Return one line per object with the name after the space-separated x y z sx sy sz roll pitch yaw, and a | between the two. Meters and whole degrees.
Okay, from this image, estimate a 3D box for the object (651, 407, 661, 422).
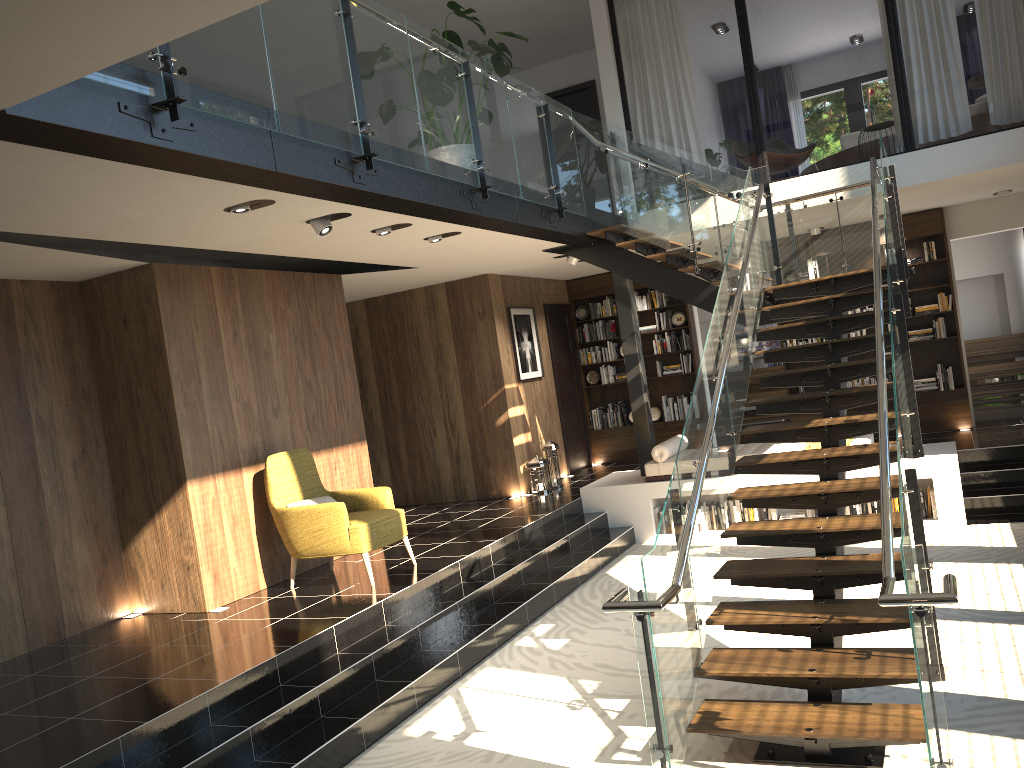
2.000 0.431 12.467 0.212 0.222 0.082 -8 1 26 | object

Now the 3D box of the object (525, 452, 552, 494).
0.325 1.070 10.763 0.262 0.483 0.262 -8 1 26 | object

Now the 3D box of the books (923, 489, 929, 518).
3.978 1.146 8.524 0.019 0.255 0.180 -8 1 26 | books

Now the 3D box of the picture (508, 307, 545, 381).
0.186 -0.516 11.239 0.028 0.911 0.748 -8 1 26 | picture

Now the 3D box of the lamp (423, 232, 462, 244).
-0.590 -1.289 7.444 0.347 0.177 0.195 -8 1 26 | lamp

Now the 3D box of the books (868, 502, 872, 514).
3.529 1.182 8.741 0.027 0.312 0.189 -8 1 26 | books

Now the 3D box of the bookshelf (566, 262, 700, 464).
1.785 -0.274 12.543 1.705 2.683 0.273 -8 1 26 | bookshelf

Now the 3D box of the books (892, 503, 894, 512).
3.706 1.161 8.651 0.021 0.302 0.167 -8 1 26 | books

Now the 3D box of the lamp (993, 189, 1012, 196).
5.585 -2.240 10.110 0.195 0.158 0.346 -8 1 26 | lamp

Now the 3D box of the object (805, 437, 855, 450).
3.355 0.807 9.227 0.466 0.510 1.165 -8 1 26 | object

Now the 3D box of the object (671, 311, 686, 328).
2.299 -0.887 12.209 0.212 0.222 0.082 -8 1 26 | object

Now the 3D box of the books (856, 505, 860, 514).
3.428 1.225 8.777 0.019 0.256 0.186 -8 1 26 | books

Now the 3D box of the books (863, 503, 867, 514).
3.495 1.196 8.774 0.066 0.294 0.142 -8 1 26 | books

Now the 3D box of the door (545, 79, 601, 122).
0.923 -3.017 12.598 0.932 2.348 0.104 -8 1 26 | door

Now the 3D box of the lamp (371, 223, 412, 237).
-0.924 -1.233 6.746 0.347 0.177 0.195 -8 1 26 | lamp

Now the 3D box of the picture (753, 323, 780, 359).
5.374 -0.979 14.827 3.546 0.748 0.035 -8 1 26 | picture

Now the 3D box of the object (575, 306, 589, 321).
1.015 -1.020 12.803 0.212 0.222 0.082 -8 1 26 | object

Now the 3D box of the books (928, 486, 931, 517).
4.007 1.126 8.515 0.043 0.287 0.147 -8 1 26 | books

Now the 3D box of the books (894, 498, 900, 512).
3.741 1.183 8.607 0.025 0.249 0.208 -8 1 26 | books

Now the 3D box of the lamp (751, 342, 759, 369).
4.007 -0.588 15.236 0.470 0.726 0.469 -8 1 18 | lamp

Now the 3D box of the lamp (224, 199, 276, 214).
-1.592 -1.130 5.352 0.347 0.158 0.195 -8 1 26 | lamp

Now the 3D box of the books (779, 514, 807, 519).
2.884 1.371 9.089 0.274 0.025 0.156 -8 1 23 | books

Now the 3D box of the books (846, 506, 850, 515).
3.356 1.248 8.835 0.028 0.231 0.158 -8 1 26 | books

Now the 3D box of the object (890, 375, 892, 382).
4.780 0.012 11.151 0.020 0.262 0.047 -8 1 26 | object

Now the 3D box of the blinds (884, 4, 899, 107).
3.929 -3.706 8.629 0.670 2.699 0.133 -8 1 26 | blinds

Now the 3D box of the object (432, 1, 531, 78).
-0.491 -2.359 7.463 1.465 1.555 1.259 -8 1 14 | object

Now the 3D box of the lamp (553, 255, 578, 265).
0.621 -1.449 9.957 0.347 0.263 0.195 -8 1 26 | lamp

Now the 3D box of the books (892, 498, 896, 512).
3.727 1.167 8.639 0.025 0.285 0.164 -8 1 26 | books

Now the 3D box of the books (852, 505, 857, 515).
3.403 1.230 8.789 0.036 0.253 0.177 -8 1 26 | books

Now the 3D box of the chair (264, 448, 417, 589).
-1.440 1.054 7.318 1.031 1.098 0.807 -8 1 25 | chair

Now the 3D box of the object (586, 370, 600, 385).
1.177 -0.087 12.840 0.212 0.222 0.082 -8 1 26 | object

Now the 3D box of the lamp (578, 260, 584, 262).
0.951 -1.520 10.652 0.347 0.231 0.195 -8 1 26 | lamp

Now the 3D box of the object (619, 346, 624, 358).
1.627 -0.471 12.589 0.212 0.222 0.082 -8 1 26 | object

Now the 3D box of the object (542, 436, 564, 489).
0.501 0.961 10.924 0.182 0.643 0.182 -8 1 26 | object

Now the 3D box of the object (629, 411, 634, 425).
1.757 0.466 12.592 0.212 0.222 0.082 -8 1 26 | object

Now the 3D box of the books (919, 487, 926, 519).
3.950 1.141 8.523 0.030 0.273 0.185 -8 1 26 | books

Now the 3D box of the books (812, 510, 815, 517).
3.068 1.292 8.985 0.027 0.226 0.165 -8 1 26 | books

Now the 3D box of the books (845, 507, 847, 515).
3.340 1.252 8.863 0.026 0.226 0.132 -8 1 26 | books

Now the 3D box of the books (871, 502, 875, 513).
3.565 1.205 8.741 0.030 0.256 0.160 -8 1 26 | books

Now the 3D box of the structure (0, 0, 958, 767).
0.912 -0.227 6.076 3.450 4.870 7.272 -8 1 25 | structure

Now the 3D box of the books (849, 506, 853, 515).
3.375 1.201 8.817 0.033 0.318 0.152 -8 1 26 | books

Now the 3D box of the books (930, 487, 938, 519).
4.028 1.135 8.464 0.037 0.264 0.271 -8 1 26 | books

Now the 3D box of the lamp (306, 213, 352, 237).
-1.252 -1.142 6.051 0.347 0.247 0.195 -8 1 26 | lamp

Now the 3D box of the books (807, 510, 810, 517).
3.020 1.280 9.019 0.026 0.263 0.156 -8 1 26 | books

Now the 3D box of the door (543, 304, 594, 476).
0.767 0.055 12.374 0.104 2.348 0.930 -8 1 26 | door

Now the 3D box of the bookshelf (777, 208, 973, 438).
4.481 -0.662 11.219 2.091 2.683 0.273 -8 1 26 | bookshelf

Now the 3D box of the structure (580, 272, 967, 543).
2.539 -0.090 9.520 3.784 3.246 1.147 -8 1 26 | structure

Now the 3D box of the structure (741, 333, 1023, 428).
5.073 0.096 14.860 6.281 0.982 0.885 -8 1 26 | structure

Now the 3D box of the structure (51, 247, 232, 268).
-4.901 0.613 6.401 1.965 3.018 6.655 -8 1 26 | structure

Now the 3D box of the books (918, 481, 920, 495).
3.918 1.117 8.548 0.042 0.328 0.205 -8 1 26 | books

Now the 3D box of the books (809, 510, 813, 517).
3.032 1.273 8.982 0.030 0.273 0.168 -8 1 26 | books

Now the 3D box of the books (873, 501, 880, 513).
3.581 1.216 8.700 0.032 0.229 0.228 -8 1 26 | books

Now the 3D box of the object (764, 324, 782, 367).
4.429 -0.714 15.142 0.272 0.860 0.270 -7 2 40 | object

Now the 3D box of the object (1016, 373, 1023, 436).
4.390 0.438 6.777 0.877 1.338 0.829 -8 1 15 | object

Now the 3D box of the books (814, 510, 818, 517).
3.080 1.245 8.943 0.043 0.316 0.209 -8 1 26 | books
